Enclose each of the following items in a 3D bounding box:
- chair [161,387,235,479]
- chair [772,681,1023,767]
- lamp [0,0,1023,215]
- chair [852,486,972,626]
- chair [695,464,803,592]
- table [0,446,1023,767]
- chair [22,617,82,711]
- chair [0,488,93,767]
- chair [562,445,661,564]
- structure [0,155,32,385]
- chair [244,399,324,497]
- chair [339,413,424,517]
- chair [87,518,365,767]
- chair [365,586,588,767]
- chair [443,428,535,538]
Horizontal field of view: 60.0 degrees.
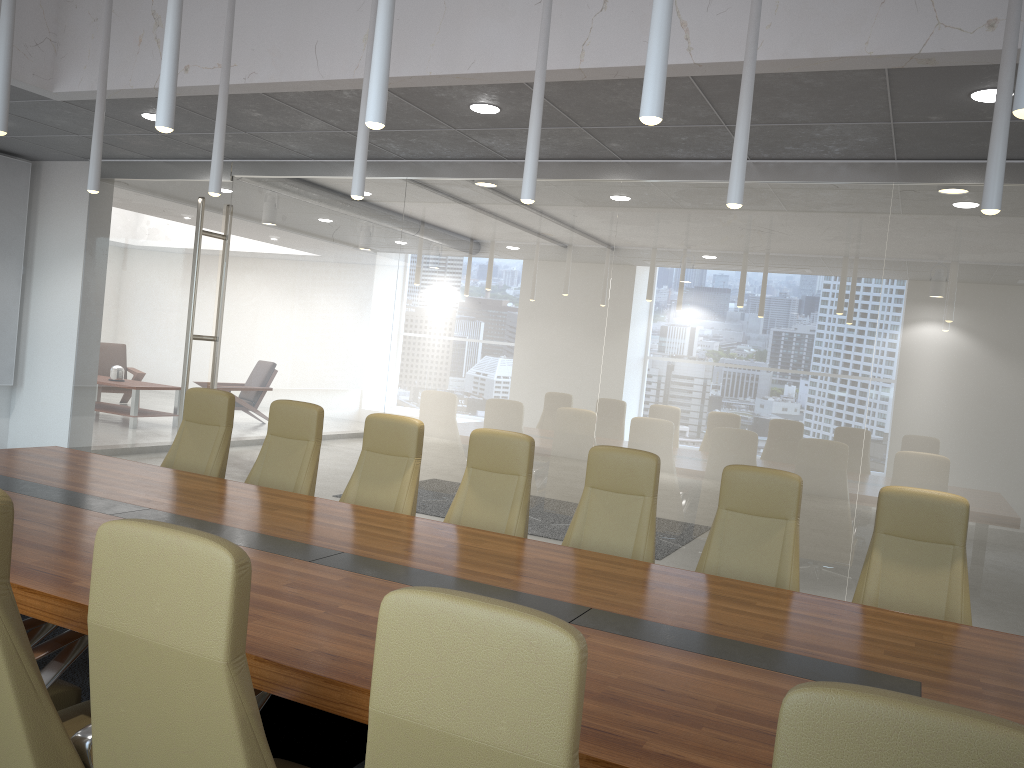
[{"bbox_3d":[-2.478,0.728,6.181,0.711,1.406,0.955,7,2,25],"label":"chair"},{"bbox_3d":[0.762,1.205,1.815,0.711,1.406,0.955,7,2,25],"label":"chair"},{"bbox_3d":[-0.534,-2.121,3.886,7.258,2.378,2.619,7,2,25],"label":"lamp"},{"bbox_3d":[1.895,1.240,4.235,0.711,1.406,0.955,7,2,25],"label":"chair"},{"bbox_3d":[1.132,1.153,4.512,0.711,1.406,0.955,7,2,25],"label":"chair"},{"bbox_3d":[-0.876,1.221,3.997,6.500,0.895,2.300,7,2,25],"label":"table"},{"bbox_3d":[-2.137,0.863,3.156,0.711,1.406,0.955,7,2,25],"label":"chair"},{"bbox_3d":[-1.402,0.950,2.816,0.711,1.406,0.955,7,2,25],"label":"chair"},{"bbox_3d":[0.413,1.068,4.844,0.711,1.406,0.955,7,2,25],"label":"chair"},{"bbox_3d":[-0.678,-0.530,3.990,13.989,2.466,6.600,7,2,25],"label":"structure"},{"bbox_3d":[-1.757,0.813,5.848,0.711,1.406,0.955,7,2,25],"label":"chair"},{"bbox_3d":[-1.026,0.899,5.510,0.711,1.406,0.955,7,2,25],"label":"chair"},{"bbox_3d":[-0.676,1.035,2.480,0.711,1.406,0.955,7,2,25],"label":"chair"},{"bbox_3d":[0.054,1.121,2.143,0.711,1.406,0.955,7,2,25],"label":"chair"},{"bbox_3d":[-0.309,0.983,5.178,0.711,1.406,0.955,7,2,25],"label":"chair"}]
